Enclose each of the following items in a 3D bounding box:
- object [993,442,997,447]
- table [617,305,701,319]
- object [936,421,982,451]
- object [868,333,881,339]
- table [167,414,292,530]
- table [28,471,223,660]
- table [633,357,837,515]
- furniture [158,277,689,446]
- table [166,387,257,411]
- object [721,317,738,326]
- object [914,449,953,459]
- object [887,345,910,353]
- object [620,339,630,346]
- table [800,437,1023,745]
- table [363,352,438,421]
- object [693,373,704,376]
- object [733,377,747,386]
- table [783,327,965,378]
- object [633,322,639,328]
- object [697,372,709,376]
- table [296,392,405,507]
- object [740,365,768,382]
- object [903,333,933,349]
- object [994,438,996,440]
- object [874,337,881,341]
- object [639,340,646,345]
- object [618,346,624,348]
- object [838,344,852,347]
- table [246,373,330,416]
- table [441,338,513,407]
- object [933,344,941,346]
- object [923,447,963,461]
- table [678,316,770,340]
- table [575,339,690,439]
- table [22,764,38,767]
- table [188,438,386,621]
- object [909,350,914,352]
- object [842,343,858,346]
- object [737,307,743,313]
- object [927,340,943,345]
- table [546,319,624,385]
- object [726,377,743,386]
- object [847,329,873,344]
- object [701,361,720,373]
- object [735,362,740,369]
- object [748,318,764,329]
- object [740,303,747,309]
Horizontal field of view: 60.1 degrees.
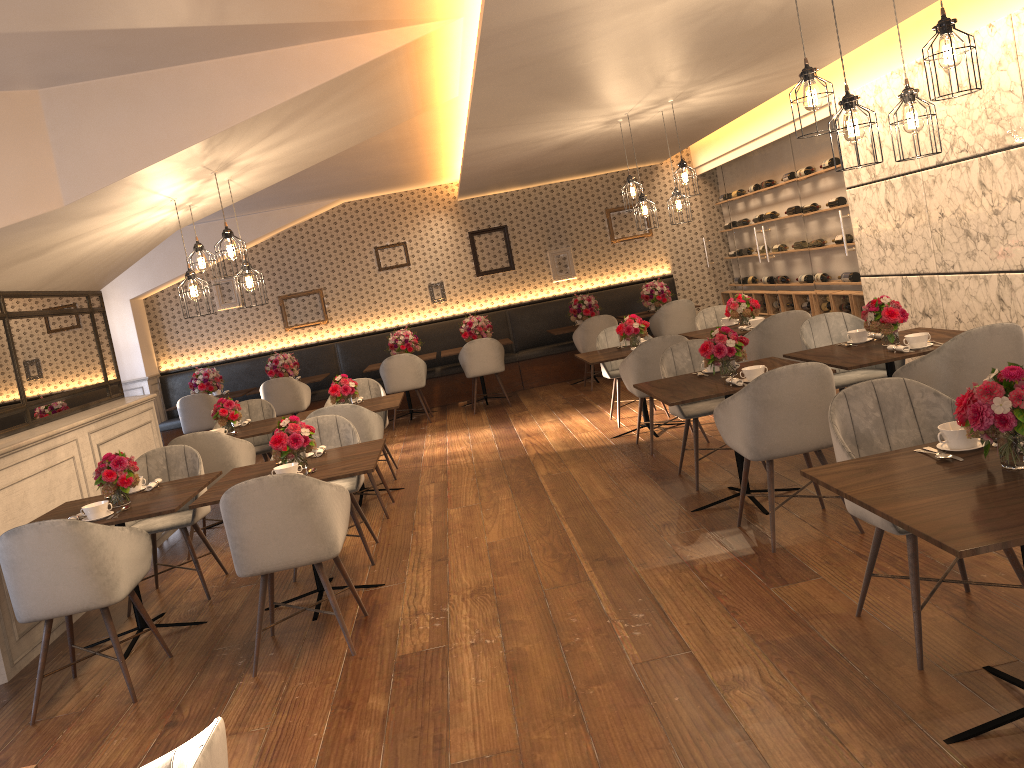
[{"bbox_3d":[1.490,0.174,2.771,0.025,0.024,0.193,-11,7,-3],"label":"object"},{"bbox_3d":[1.935,-0.583,11.423,0.897,0.718,0.900,-11,6,-3],"label":"table"},{"bbox_3d":[1.407,0.165,2.773,0.148,0.072,0.149,-6,8,39],"label":"object"},{"bbox_3d":[2.230,-0.295,5.404,0.056,0.039,0.176,-11,7,-3],"label":"object"},{"bbox_3d":[-2.194,0.741,7.001,0.897,0.718,0.900,-11,6,-3],"label":"table"},{"bbox_3d":[-2.021,0.990,4.686,0.897,0.718,0.900,-11,6,-3],"label":"table"},{"bbox_3d":[1.282,0.317,5.048,0.897,0.718,0.900,-11,6,-3],"label":"table"},{"bbox_3d":[-1.116,-0.238,11.853,7.092,1.078,0.543,-11,4,-4],"label":"furniture"},{"bbox_3d":[-3.659,0.527,11.058,0.897,0.718,0.900,-11,6,-3],"label":"table"},{"bbox_3d":[1.930,-0.555,7.865,0.149,0.072,0.148,-14,7,-26],"label":"object"},{"bbox_3d":[1.303,0.217,2.749,0.043,0.015,0.198,-12,7,-7],"label":"object"},{"bbox_3d":[2.087,-0.193,4.785,0.056,0.039,0.176,-11,7,-3],"label":"object"},{"bbox_3d":[1.030,-0.376,7.806,0.149,0.072,0.148,-14,7,-26],"label":"object"},{"bbox_3d":[1.474,0.592,2.481,0.897,0.718,0.900,-11,6,-3],"label":"table"},{"bbox_3d":[-1.332,0.065,11.210,0.897,0.718,0.900,-11,6,-3],"label":"table"},{"bbox_3d":[1.111,-0.059,5.312,0.043,0.015,0.198,-12,7,-7],"label":"object"},{"bbox_3d":[1.222,-0.015,4.739,0.025,0.024,0.193,-11,7,-3],"label":"object"},{"bbox_3d":[2.222,0.130,5.110,0.897,0.718,0.900,-11,6,-3],"label":"table"},{"bbox_3d":[1.030,-0.489,7.448,0.046,0.052,0.077,-15,7,-41],"label":"object"},{"bbox_3d":[1.147,-0.059,5.308,0.022,0.004,0.211,-11,7,-3],"label":"object"},{"bbox_3d":[-1.254,0.555,7.062,0.897,0.718,0.900,-11,6,-3],"label":"table"},{"bbox_3d":[1.296,-0.053,4.733,0.149,0.072,0.148,-14,7,-26],"label":"object"},{"bbox_3d":[2.196,-0.231,4.792,0.149,0.072,0.148,-14,7,-26],"label":"object"},{"bbox_3d":[1.522,0.159,2.782,0.056,0.039,0.176,-11,7,-3],"label":"object"},{"bbox_3d":[2.198,-0.280,5.393,0.025,0.024,0.193,-11,7,-3],"label":"object"},{"bbox_3d":[1.111,-0.318,7.202,0.149,0.072,0.148,-14,7,-26],"label":"object"},{"bbox_3d":[0.962,-0.324,7.777,0.022,0.004,0.211,-11,7,-3],"label":"object"},{"bbox_3d":[2.019,-0.239,5.371,0.043,0.015,0.198,-11,7,1],"label":"object"},{"bbox_3d":[-2.719,0.340,11.119,0.897,0.718,0.900,-11,6,-3],"label":"table"},{"bbox_3d":[-0.392,-0.122,11.271,0.897,0.718,0.900,-11,6,-3],"label":"table"},{"bbox_3d":[2.277,-0.216,4.825,0.022,0.004,0.211,-11,7,-3],"label":"object"},{"bbox_3d":[1.339,0.216,2.744,0.022,0.004,0.211,-11,7,-3],"label":"object"},{"bbox_3d":[2.037,-0.135,7.578,0.897,0.718,0.900,-11,6,-3],"label":"table"},{"bbox_3d":[1.097,0.052,7.517,0.897,0.718,0.900,-11,6,-3],"label":"table"},{"bbox_3d":[-1.302,1.259,1.347,0.897,0.718,0.900,-11,6,-3],"label":"table"},{"bbox_3d":[-1.081,0.804,4.747,0.897,0.718,0.900,-11,6,-3],"label":"table"},{"bbox_3d":[2.122,-0.193,4.797,0.025,0.024,0.193,-11,7,-3],"label":"object"},{"bbox_3d":[2.047,-0.238,5.367,0.022,0.004,0.211,-11,7,-3],"label":"object"},{"bbox_3d":[1.922,-0.625,7.489,0.049,0.052,0.078,-10,6,7],"label":"object"},{"bbox_3d":[2.310,-0.227,4.820,0.043,0.015,0.198,-12,7,-7],"label":"object"},{"bbox_3d":[0.995,-0.397,11.362,0.897,0.718,0.900,-11,6,-3],"label":"table"},{"bbox_3d":[1.187,-0.014,4.726,0.056,0.039,0.176,-11,7,-3],"label":"object"},{"bbox_3d":[2.115,-0.289,5.396,0.149,0.072,0.148,-14,7,-26],"label":"object"},{"bbox_3d":[1.215,-0.111,5.337,0.149,0.072,0.148,-14,7,-26],"label":"object"},{"bbox_3d":[1.330,-0.116,5.346,0.056,0.039,0.176,-11,7,-3],"label":"object"},{"bbox_3d":[2.011,-0.497,7.261,0.149,0.072,0.148,-14,7,-26],"label":"object"},{"bbox_3d":[1.940,-0.658,7.476,0.048,0.052,0.076,-13,6,-24],"label":"object"}]
